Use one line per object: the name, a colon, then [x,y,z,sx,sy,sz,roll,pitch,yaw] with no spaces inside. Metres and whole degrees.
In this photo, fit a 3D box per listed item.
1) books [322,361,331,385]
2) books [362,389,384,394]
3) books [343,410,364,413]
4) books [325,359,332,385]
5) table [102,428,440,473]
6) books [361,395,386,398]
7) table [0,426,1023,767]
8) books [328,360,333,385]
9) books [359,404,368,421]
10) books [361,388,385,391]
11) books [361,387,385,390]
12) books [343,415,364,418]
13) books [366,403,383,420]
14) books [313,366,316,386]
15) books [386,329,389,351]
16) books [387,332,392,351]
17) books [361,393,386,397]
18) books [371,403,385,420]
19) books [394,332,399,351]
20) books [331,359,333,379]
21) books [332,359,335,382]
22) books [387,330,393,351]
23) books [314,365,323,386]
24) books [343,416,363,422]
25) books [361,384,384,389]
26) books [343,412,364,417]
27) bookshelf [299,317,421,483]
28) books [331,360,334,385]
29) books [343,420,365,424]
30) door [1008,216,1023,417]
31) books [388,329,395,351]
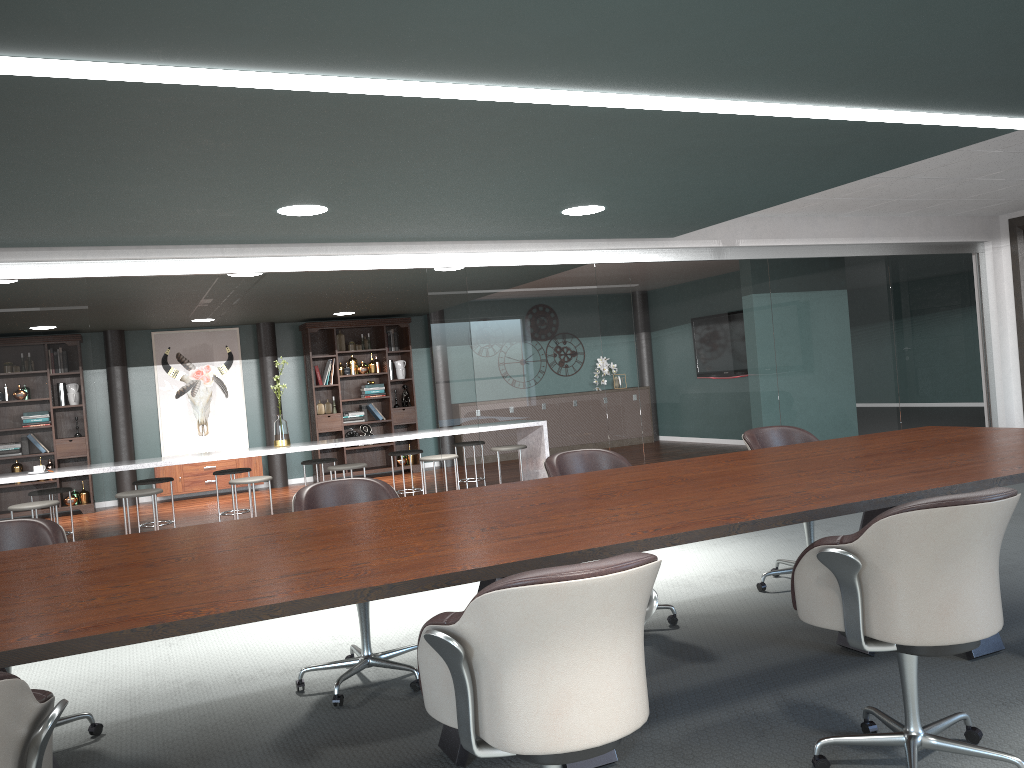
books: [-2.326,-0.134,11.087,0.115,0.296,0.210,-5,1,-24]
books: [-1.777,0.102,11.328,0.248,0.042,0.194,-5,1,-24]
books: [-2.021,0.352,11.186,0.268,0.016,0.205,-5,1,-24]
books: [-2.302,-0.146,11.092,0.090,0.316,0.197,-5,1,-24]
table: [-1.869,0.867,7.382,4.577,0.699,0.609,-5,1,-24]
books: [-1.773,0.160,11.329,0.268,0.016,0.205,-5,1,-24]
table: [-0.677,0.806,2.431,6.694,0.706,1.374,-5,1,-24]
books: [-2.284,-0.144,11.101,0.063,0.309,0.210,-5,1,-24]
books: [-1.895,0.370,11.317,0.063,0.214,0.139,-5,1,-24]
books: [-1.780,0.072,11.328,0.268,0.016,0.205,-5,1,-24]
books: [-1.782,0.057,11.321,0.268,0.016,0.205,-5,1,-24]
books: [-2.028,0.411,11.181,0.268,0.016,0.205,-5,1,-24]
books: [-1.760,0.356,11.304,0.176,0.227,0.194,-5,1,-24]
books: [-2.483,-0.095,11.014,0.042,0.248,0.194,-5,1,-24]
books: [-1.634,-0.551,11.400,0.027,0.286,0.184,-5,1,-24]
books: [-1.600,-0.534,11.413,0.042,0.248,0.194,-5,1,-24]
books: [-1.772,0.137,11.330,0.286,0.027,0.184,-5,1,-24]
books: [-1.729,0.351,11.318,0.166,0.228,0.205,-5,1,-24]
books: [-1.519,-0.541,11.449,0.042,0.248,0.194,-5,1,-24]
books: [-2.275,-0.151,11.101,0.062,0.322,0.197,-5,1,-24]
books: [-2.260,-0.152,11.106,0.062,0.322,0.197,-5,1,-24]
books: [-1.574,-0.547,11.425,0.016,0.268,0.205,-5,1,-24]
books: [-2.425,-0.102,11.039,0.084,0.252,0.194,-5,1,-24]
books: [-2.025,0.440,11.181,0.248,0.042,0.194,-5,1,-24]
books: [-1.781,0.028,11.328,0.248,0.042,0.194,-5,1,-24]
books: [-2.009,0.380,11.190,0.248,0.042,0.194,-5,1,-24]
bookshelf: [-1.912,0.193,11.278,1.339,1.984,0.482,-5,1,-24]
books: [-2.269,-0.145,11.106,0.063,0.309,0.210,-5,1,-24]
books: [-2.020,0.475,11.183,0.286,0.027,0.184,-5,1,-24]
door: [4.726,-0.408,7.369,0.139,2.130,1.038,-5,1,-24]
books: [-1.553,-0.558,11.435,0.027,0.286,0.184,-5,1,-24]
